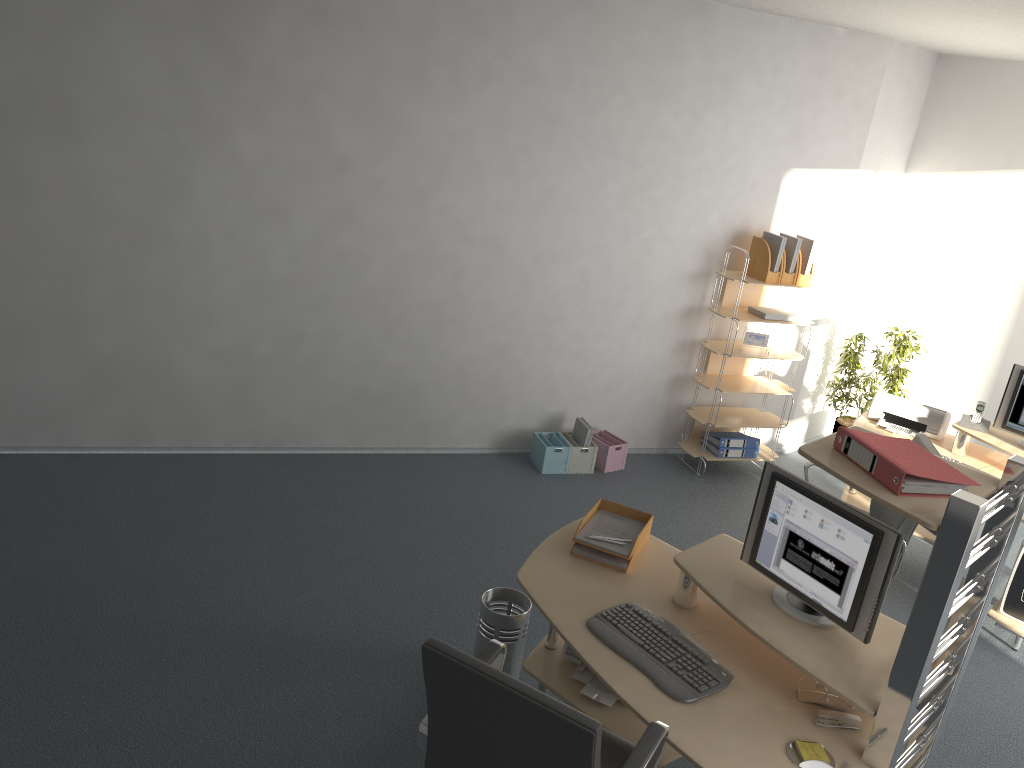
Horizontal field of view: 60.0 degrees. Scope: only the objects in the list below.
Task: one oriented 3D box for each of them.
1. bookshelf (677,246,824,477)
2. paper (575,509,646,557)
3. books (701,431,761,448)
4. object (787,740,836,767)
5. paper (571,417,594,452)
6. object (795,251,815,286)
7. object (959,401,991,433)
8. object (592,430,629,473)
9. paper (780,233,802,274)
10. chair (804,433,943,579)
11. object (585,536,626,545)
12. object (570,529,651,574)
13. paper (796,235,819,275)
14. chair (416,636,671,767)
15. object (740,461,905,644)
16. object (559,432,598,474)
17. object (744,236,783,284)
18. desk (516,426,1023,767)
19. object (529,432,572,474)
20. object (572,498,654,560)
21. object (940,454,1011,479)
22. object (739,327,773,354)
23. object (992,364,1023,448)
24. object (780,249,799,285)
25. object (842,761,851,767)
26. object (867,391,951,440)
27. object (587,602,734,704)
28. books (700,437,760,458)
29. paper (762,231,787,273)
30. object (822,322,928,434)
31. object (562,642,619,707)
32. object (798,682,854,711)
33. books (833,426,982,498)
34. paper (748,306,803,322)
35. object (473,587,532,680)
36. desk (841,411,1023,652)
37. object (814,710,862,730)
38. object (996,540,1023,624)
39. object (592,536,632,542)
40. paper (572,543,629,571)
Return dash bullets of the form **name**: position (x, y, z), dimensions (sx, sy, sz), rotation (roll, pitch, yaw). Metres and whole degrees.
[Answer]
- **bookshelf**: position (1.635, -0.138, 6.101), dimensions (0.724, 1.572, 0.381), rotation (2, 20, -19)
- **paper**: position (0.391, 0.571, 3.431), dimensions (0.210, 0.010, 0.297), rotation (16, 20, 20)
- **books**: position (1.544, 0.381, 6.273), dimensions (0.320, 0.100, 0.263), rotation (2, 20, -19)
- **object**: position (0.836, 1.030, 2.469), dimensions (0.132, 0.026, 0.132), rotation (-11, 27, -44)
- **paper**: position (0.454, 0.400, 5.936), dimensions (0.068, 0.306, 0.220), rotation (2, 20, -20)
- **object**: position (1.911, -0.812, 5.925), dimensions (0.113, 0.259, 0.243), rotation (3, 20, -16)
- **object**: position (2.665, 0.176, 5.072), dimensions (0.150, 0.151, 0.119), rotation (18, 21, 26)
- **object**: position (0.633, 0.461, 6.056), dimensions (0.185, 0.202, 0.245), rotation (-6, 24, -37)
- **paper**: position (1.814, -0.836, 5.890), dimensions (0.045, 0.297, 0.213), rotation (2, 20, -19)
- **chair**: position (1.595, 0.744, 4.324), dimensions (0.652, 1.048, 0.584), rotation (11, 19, 7)
- **object**: position (0.351, 0.588, 3.338), dimensions (0.159, 0.009, 0.008), rotation (11, 19, 6)
- **object**: position (0.386, 0.608, 3.444), dimensions (0.225, 0.060, 0.309), rotation (16, 20, 20)
- **paper**: position (1.933, -0.830, 5.926), dimensions (0.045, 0.297, 0.213), rotation (3, 20, -16)
- **chair**: position (0.072, 1.131, 2.528), dimensions (0.584, 1.048, 0.652), rotation (19, 21, 27)
- **object**: position (1.020, 0.544, 2.865), dimensions (0.245, 0.418, 0.516), rotation (0, 21, -24)
- **object**: position (0.429, 0.465, 5.954), dimensions (0.185, 0.202, 0.245), rotation (2, 20, -20)
- **object**: position (1.676, -0.820, 5.845), dimensions (0.113, 0.259, 0.243), rotation (1, 20, -21)
- **desk**: position (0.570, 0.787, 2.945), dimensions (0.967, 1.566, 1.469), rotation (-11, 27, -45)
- **object**: position (0.255, 0.461, 5.891), dimensions (0.185, 0.202, 0.245), rotation (2, 20, -20)
- **object**: position (0.394, 0.555, 3.426), dimensions (0.225, 0.060, 0.309), rotation (16, 20, 20)
- **object**: position (2.652, 0.483, 4.937), dimensions (0.814, 0.082, 0.478), rotation (-7, 24, -38)
- **object**: position (1.659, -0.300, 6.020), dimensions (0.192, 0.161, 0.077), rotation (8, 19, -2)
- **object**: position (2.959, 0.169, 4.810), dimensions (0.245, 0.418, 0.516), rotation (-3, 22, -31)
- **object**: position (1.792, -0.818, 5.889), dimensions (0.113, 0.259, 0.243), rotation (2, 20, -19)
- **object**: position (0.895, 1.064, 2.420), dimensions (0.011, 0.011, 0.158), rotation (23, 24, 37)
- **object**: position (2.379, 0.198, 5.354), dimensions (0.438, 0.162, 0.351), rotation (21, 22, 32)
- **object**: position (0.680, 0.845, 3.014), dimensions (0.814, 0.082, 0.478), rotation (-7, 24, -38)
- **books**: position (1.539, 0.436, 6.282), dimensions (0.320, 0.072, 0.262), rotation (2, 20, -19)
- **paper**: position (1.698, -0.839, 5.848), dimensions (0.045, 0.297, 0.213), rotation (1, 20, -21)
- **object**: position (2.671, 0.078, 6.605), dimensions (0.644, 1.147, 0.544), rotation (2, 20, -18)
- **object**: position (0.397, 1.060, 3.375), dimensions (0.438, 0.162, 0.351), rotation (18, 21, 25)
- **object**: position (0.964, 0.946, 2.711), dimensions (0.159, 0.064, 0.054), rotation (12, 19, 9)
- **books**: position (1.140, 0.223, 2.573), dimensions (0.262, 0.072, 0.320), rotation (4, 19, -15)
- **paper**: position (1.781, -0.474, 6.003), dimensions (0.297, 0.046, 0.213), rotation (2, 20, -20)
- **object**: position (-0.049, 1.071, 3.714), dimensions (0.208, 0.377, 0.208), rotation (7, 19, -4)
- **desk**: position (2.527, 0.410, 4.904), dimensions (0.967, 1.566, 1.469), rotation (-11, 27, -45)
- **object**: position (0.962, 0.990, 2.615), dimensions (0.134, 0.042, 0.022), rotation (7, 19, -5)
- **object**: position (2.779, 0.997, 4.654), dimensions (0.471, 0.422, 0.199), rotation (-11, 27, -45)
- **object**: position (0.375, 0.586, 3.355), dimensions (0.159, 0.009, 0.008), rotation (8, 19, -2)
- **paper**: position (0.384, 0.619, 3.447), dimensions (0.210, 0.019, 0.297), rotation (16, 20, 20)
